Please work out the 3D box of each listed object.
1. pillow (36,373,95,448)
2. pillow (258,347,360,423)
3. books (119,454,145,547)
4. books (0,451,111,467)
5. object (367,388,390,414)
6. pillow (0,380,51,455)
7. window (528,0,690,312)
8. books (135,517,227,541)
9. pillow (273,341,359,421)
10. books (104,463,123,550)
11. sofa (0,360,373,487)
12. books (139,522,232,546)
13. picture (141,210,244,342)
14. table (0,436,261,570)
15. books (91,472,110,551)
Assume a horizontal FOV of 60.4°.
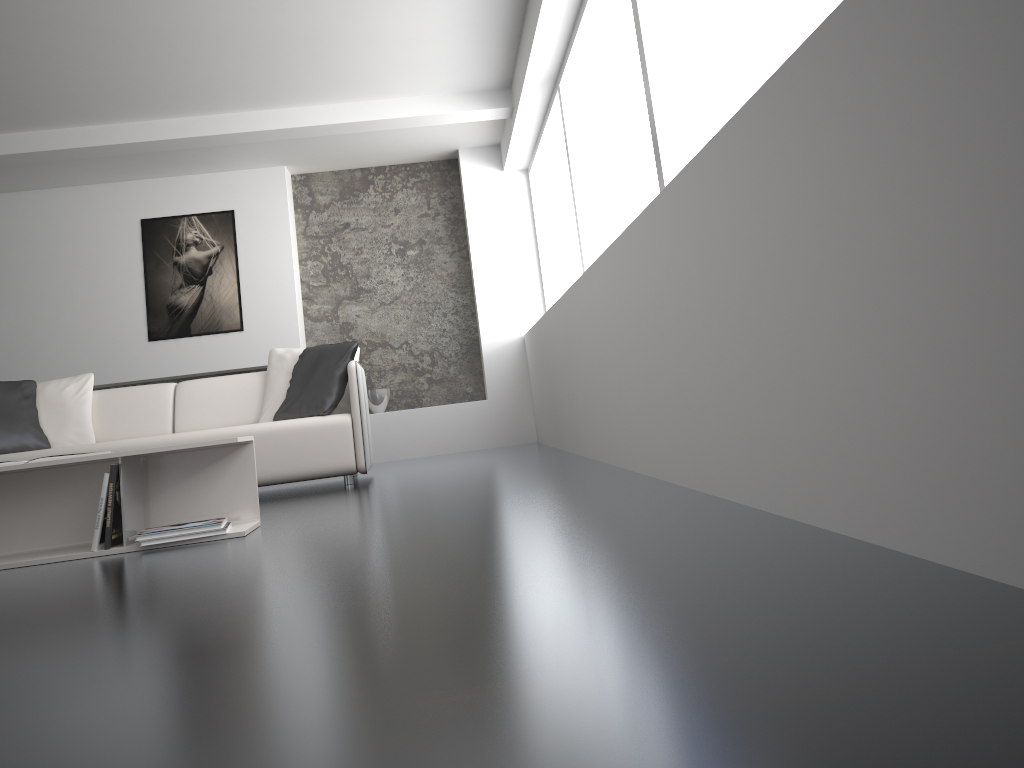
[{"bbox_3d":[-2.690,0.200,5.048,0.586,0.507,0.318,-6,-6,-16],"label":"pillow"},{"bbox_3d":[-1.206,0.003,5.260,0.587,0.515,0.294,-7,-7,-1],"label":"pillow"},{"bbox_3d":[-1.263,0.381,2.929,0.007,0.288,0.202,-6,-6,-7],"label":"books"},{"bbox_3d":[-1.762,0.282,3.222,0.550,0.017,0.353,-6,-2,-25],"label":"books"},{"bbox_3d":[-1.097,0.144,7.190,0.216,0.193,0.212,-6,-5,-10],"label":"object"},{"bbox_3d":[-2.819,0.176,4.771,0.274,0.456,0.565,-12,-7,39],"label":"pillow"},{"bbox_3d":[0.559,-1.266,3.410,0.110,1.447,7.958,-6,-2,-4],"label":"window"},{"bbox_3d":[-1.084,0.476,2.902,0.264,0.017,0.224,-7,-2,-15],"label":"books"},{"bbox_3d":[-1.093,-0.021,5.014,0.545,0.443,0.333,-11,-7,40],"label":"pillow"},{"bbox_3d":[-1.288,0.394,2.906,0.050,0.267,0.230,-6,-5,-7],"label":"books"},{"bbox_3d":[-1.957,0.301,5.015,2.242,0.671,0.907,-7,-4,-7],"label":"sofa"},{"bbox_3d":[-1.062,0.490,2.884,0.264,0.017,0.210,-7,-2,-15],"label":"books"},{"bbox_3d":[-2.585,-0.881,7.111,0.746,1.020,0.004,-6,-8,-5],"label":"picture"},{"bbox_3d":[-1.368,0.394,2.929,0.970,0.319,0.294,-7,-5,-7],"label":"table"},{"bbox_3d":[-1.316,0.410,2.897,0.070,0.241,0.224,-6,-5,-7],"label":"books"}]
